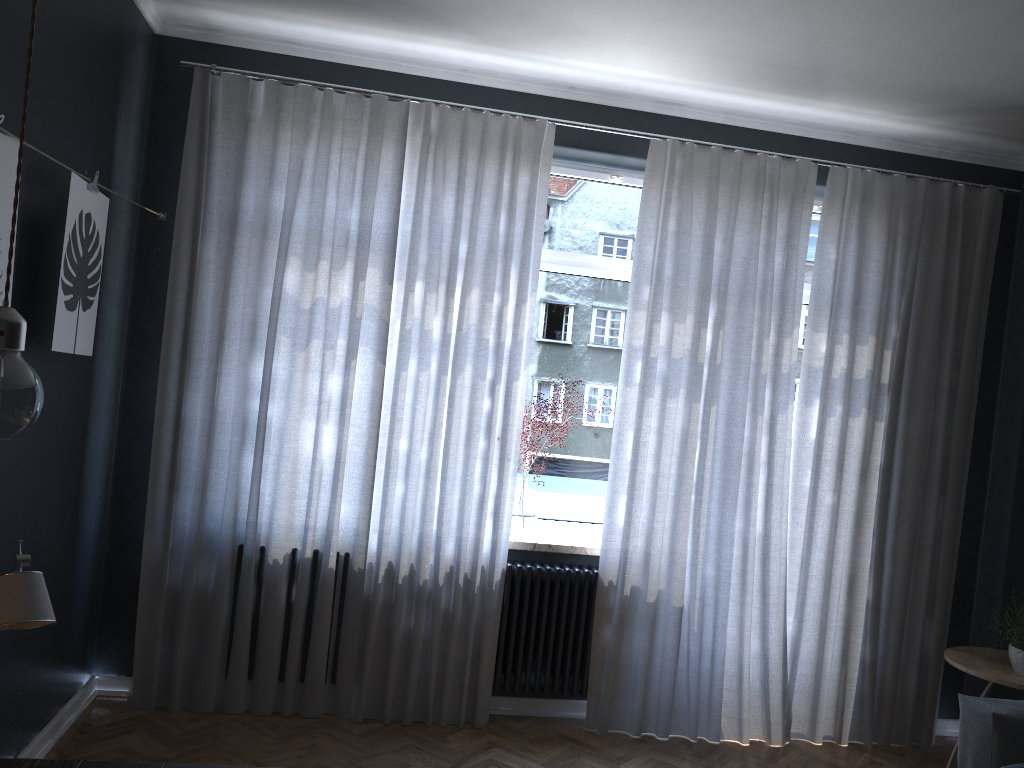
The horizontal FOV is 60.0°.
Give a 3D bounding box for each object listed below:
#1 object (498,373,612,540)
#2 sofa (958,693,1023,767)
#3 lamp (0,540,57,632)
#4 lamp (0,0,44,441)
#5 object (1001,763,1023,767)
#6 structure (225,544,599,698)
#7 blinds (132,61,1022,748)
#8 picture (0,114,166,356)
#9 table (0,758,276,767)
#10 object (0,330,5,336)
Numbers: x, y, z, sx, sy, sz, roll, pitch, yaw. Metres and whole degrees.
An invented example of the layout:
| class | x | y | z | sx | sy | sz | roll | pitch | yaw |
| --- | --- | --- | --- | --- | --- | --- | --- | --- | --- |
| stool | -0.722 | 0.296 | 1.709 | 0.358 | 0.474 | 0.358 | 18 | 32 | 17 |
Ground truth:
| class | x | y | z | sx | sy | sz | roll | pitch | yaw |
| --- | --- | --- | --- | --- | --- | --- | --- | --- | --- |
| object | 0.120 | 0.345 | 4.222 | 0.515 | 0.810 | 0.598 | 6 | 1 | -35 |
| sofa | 2.243 | 1.421 | 2.298 | 0.970 | 0.798 | 2.339 | 6 | 0 | -9 |
| lamp | -1.161 | 0.796 | 1.837 | 0.799 | 1.070 | 0.242 | 7 | 1 | 36 |
| lamp | 0.095 | -0.634 | 0.903 | 1.589 | 1.575 | 0.583 | 6 | 1 | 22 |
| object | 1.852 | 1.403 | 2.821 | 0.490 | 0.329 | 0.666 | 6 | 0 | -4 |
| structure | -0.397 | 1.093 | 4.140 | 1.847 | 0.600 | 0.215 | 6 | 1 | -9 |
| blinds | 0.395 | 0.217 | 4.170 | 3.993 | 2.789 | 0.312 | 6 | 1 | -9 |
| picture | -1.255 | -0.346 | 1.759 | 0.058 | 0.771 | 4.455 | 6 | 0 | -9 |
| table | -0.707 | 1.143 | 1.024 | 1.126 | 0.727 | 1.603 | 6 | 0 | -9 |
| object | -1.097 | 0.269 | 1.161 | 0.639 | 0.931 | 0.556 | 6 | 1 | -38 |
